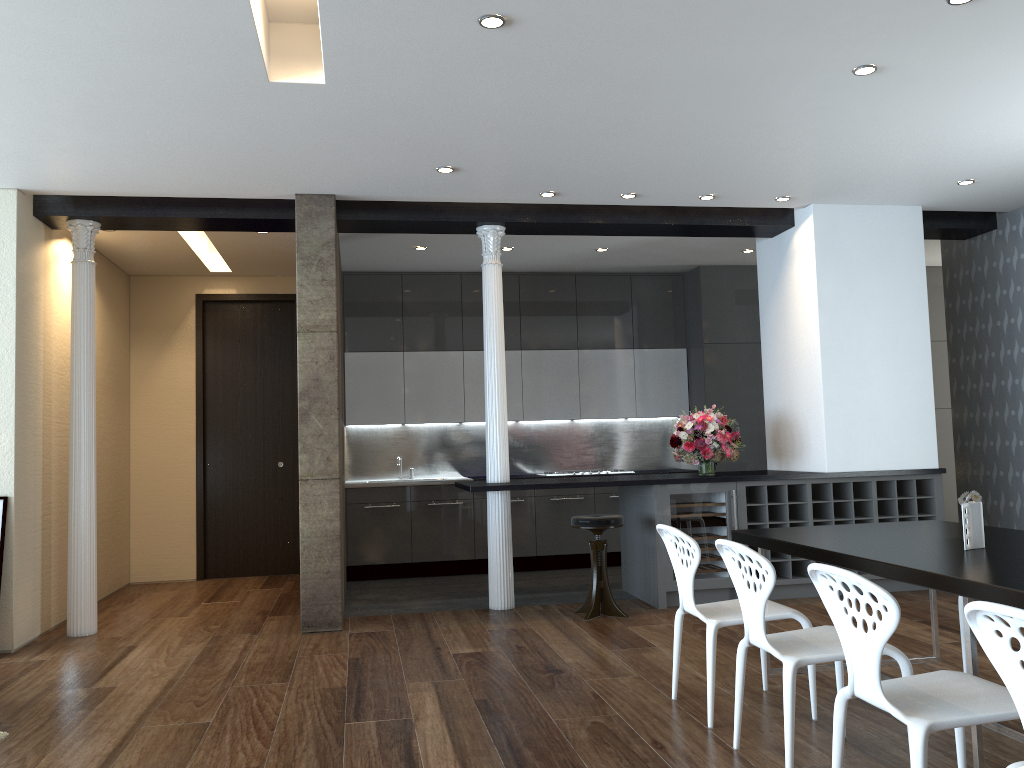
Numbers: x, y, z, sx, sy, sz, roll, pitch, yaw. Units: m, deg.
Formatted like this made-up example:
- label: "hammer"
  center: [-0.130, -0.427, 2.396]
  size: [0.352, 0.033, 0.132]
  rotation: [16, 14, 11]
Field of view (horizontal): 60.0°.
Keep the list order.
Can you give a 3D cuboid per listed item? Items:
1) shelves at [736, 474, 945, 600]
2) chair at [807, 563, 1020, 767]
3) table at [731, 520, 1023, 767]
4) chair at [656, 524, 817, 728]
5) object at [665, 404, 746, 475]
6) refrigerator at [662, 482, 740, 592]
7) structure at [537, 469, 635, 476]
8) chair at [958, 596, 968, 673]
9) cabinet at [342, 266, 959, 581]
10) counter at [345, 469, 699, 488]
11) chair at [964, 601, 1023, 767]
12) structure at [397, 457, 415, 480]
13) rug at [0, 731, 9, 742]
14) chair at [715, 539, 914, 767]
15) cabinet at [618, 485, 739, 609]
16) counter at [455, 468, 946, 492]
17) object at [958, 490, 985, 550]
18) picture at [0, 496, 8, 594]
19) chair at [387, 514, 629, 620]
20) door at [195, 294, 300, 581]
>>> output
- label: "shelves"
  center: [2.442, 1.189, 7.151]
  size: [1.700, 0.897, 0.900]
  rotation: [-1, -4, -10]
- label: "chair"
  center: [1.206, 0.936, 2.588]
  size: [0.581, 0.835, 0.495]
  rotation: [-1, -4, -10]
- label: "table"
  center: [2.048, 0.997, 3.083]
  size: [1.200, 0.733, 3.400]
  rotation: [-1, -4, -10]
- label: "chair"
  center: [0.972, 1.043, 4.003]
  size: [0.581, 0.835, 0.495]
  rotation: [-1, -4, -10]
- label: "object"
  center: [1.511, 0.438, 6.944]
  size: [0.544, 0.552, 0.570]
  rotation: [-1, -4, -4]
- label: "refrigerator"
  center: [1.390, 1.118, 6.532]
  size: [0.578, 0.774, 0.075]
  rotation: [-1, -4, -6]
- label: "structure"
  center: [0.741, 0.916, 9.019]
  size: [0.900, 0.066, 0.520]
  rotation: [-1, -4, -10]
- label: "chair"
  center: [2.557, 1.012, 4.255]
  size: [0.581, 0.835, 0.495]
  rotation: [-1, -4, -10]
- label: "cabinet"
  center: [2.000, 0.304, 9.318]
  size: [7.409, 2.980, 0.827]
  rotation: [-1, -4, -10]
- label: "counter"
  center: [0.143, 1.039, 8.948]
  size: [3.597, 0.223, 0.807]
  rotation: [-1, -4, -10]
- label: "chair"
  center: [1.345, 0.884, 1.908]
  size: [0.581, 0.835, 0.495]
  rotation: [-1, -4, -10]
- label: "structure"
  center: [-1.071, 0.858, 8.968]
  size: [0.183, 0.249, 0.224]
  rotation: [-1, -4, -10]
- label: "rug"
  center: [-4.051, 1.473, 2.081]
  size: [4.231, 0.020, 2.972]
  rotation: [-1, -4, -10]
- label: "chair"
  center: [1.088, 0.991, 3.314]
  size: [0.581, 0.835, 0.495]
  rotation: [-1, -4, -10]
- label: "cabinet"
  center: [1.289, 1.210, 6.948]
  size: [0.642, 0.897, 0.900]
  rotation: [-1, -4, -10]
- label: "counter"
  center: [1.443, 0.740, 7.010]
  size: [3.700, 0.040, 1.000]
  rotation: [-1, -4, -10]
- label: "object"
  center: [1.874, 0.558, 3.648]
  size: [0.161, 0.233, 0.076]
  rotation: [0, -5, -28]
- label: "picture"
  center: [-3.544, 1.211, 5.495]
  size: [0.700, 0.988, 0.195]
  rotation: [-1, -4, -10]
- label: "chair"
  center: [0.422, 1.180, 2.923]
  size: [16.134, 0.952, 21.556]
  rotation: [-1, -4, -10]
- label: "door"
  center: [-2.612, 0.509, 8.903]
  size: [1.037, 2.814, 0.246]
  rotation: [-1, -4, -10]
